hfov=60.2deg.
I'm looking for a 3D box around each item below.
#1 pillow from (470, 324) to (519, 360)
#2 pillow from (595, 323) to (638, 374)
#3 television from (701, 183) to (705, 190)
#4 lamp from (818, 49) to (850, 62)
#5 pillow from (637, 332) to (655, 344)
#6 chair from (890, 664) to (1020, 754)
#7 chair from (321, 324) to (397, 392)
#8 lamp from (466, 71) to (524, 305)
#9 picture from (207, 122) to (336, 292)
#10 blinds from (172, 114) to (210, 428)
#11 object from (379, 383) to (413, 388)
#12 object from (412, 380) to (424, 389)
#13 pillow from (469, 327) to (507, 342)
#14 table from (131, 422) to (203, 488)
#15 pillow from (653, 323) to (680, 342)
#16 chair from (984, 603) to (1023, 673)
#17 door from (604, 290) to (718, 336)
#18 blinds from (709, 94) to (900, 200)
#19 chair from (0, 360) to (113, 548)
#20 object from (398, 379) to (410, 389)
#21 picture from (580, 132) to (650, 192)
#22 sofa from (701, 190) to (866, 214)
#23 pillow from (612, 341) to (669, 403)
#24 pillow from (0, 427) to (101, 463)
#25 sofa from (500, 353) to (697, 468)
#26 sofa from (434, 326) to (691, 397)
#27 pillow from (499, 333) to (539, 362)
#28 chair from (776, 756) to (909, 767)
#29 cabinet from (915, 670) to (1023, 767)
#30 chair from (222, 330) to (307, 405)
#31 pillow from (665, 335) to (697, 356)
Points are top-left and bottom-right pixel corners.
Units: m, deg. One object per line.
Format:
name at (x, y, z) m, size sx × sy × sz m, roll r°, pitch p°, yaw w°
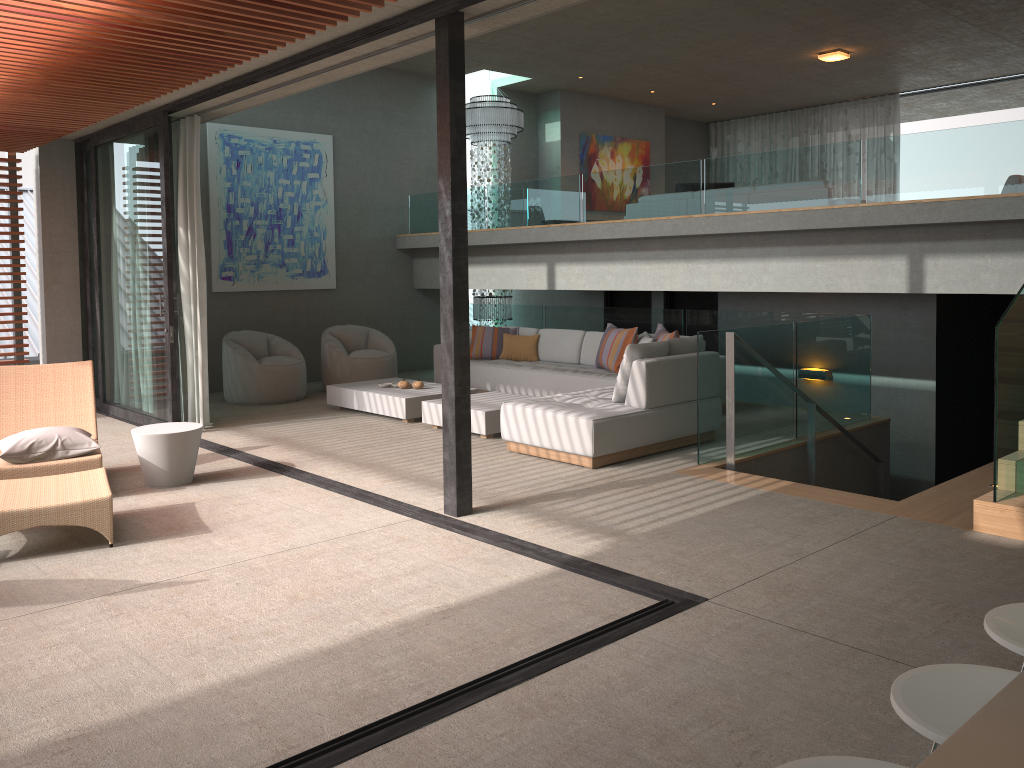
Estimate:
pillow at (-0.229, -0.489, 10.496) m, size 0.655 × 0.440 × 0.342 m, roll -1°, pitch 4°, yaw 1°
pillow at (1.062, -0.361, 9.123) m, size 0.311 × 0.492 × 0.741 m, roll -2°, pitch 6°, yaw -19°
television at (3.167, -3.003, 14.496) m, size 0.960 × 0.581 × 0.190 m, roll 0°, pitch 3°, yaw 4°
lamp at (4.329, -4.410, 11.882) m, size 0.301 × 0.091 × 0.301 m, roll -7°, pitch 9°, yaw -42°
pillow at (1.300, -0.310, 8.904) m, size 0.239 × 0.403 × 0.598 m, roll -1°, pitch 6°, yaw 1°
chair at (0.910, 0.911, 1.655) m, size 0.383 × 0.621 × 0.383 m, roll -4°, pitch 5°, yaw -42°
chair at (-1.882, -0.322, 10.900) m, size 0.923 × 0.784 × 0.925 m, roll -3°, pitch 6°, yaw -18°
lamp at (-0.310, -2.724, 13.295) m, size 1.000 × 3.923 × 1.003 m, roll 1°, pitch 3°, yaw 28°
picture at (-3.032, -2.223, 11.298) m, size 1.725 × 2.040 × 0.030 m, roll -5°, pitch 5°, yaw -42°
blinds at (-3.665, -1.147, 9.128) m, size 0.223 × 2.911 × 2.431 m, roll -3°, pitch 5°, yaw -42°
object at (-1.170, 0.016, 9.172) m, size 0.437 × 0.039 × 0.156 m, roll 0°, pitch 7°, yaw 4°
object at (-0.958, 0.000, 9.012) m, size 0.119 × 0.105 × 0.120 m, roll -2°, pitch 5°, yaw -8°
pillow at (-0.313, -0.469, 10.676) m, size 0.618 × 0.419 × 0.313 m, roll -1°, pitch 4°, yaw -6°
table at (-2.425, 0.504, 6.239) m, size 0.475 × 0.391 × 0.477 m, roll 2°, pitch 6°, yaw 29°
pillow at (1.491, -0.322, 8.674) m, size 0.279 × 0.502 × 0.701 m, roll -1°, pitch 6°, yaw 1°
chair at (1.264, 0.864, 1.977) m, size 0.383 × 0.621 × 0.383 m, roll -4°, pitch 5°, yaw -42°
door at (1.412, 0.140, 4.258) m, size 5.775 × 4.451 × 15.421 m, roll 1°, pitch 7°, yaw 20°
blinds at (5.181, -3.640, 16.167) m, size 0.223 × 2.716 × 3.858 m, roll -3°, pitch 6°, yaw -42°
chair at (-2.986, 0.377, 5.605) m, size 0.701 × 0.823 × 2.305 m, roll -3°, pitch 7°, yaw -27°
object at (-1.107, -0.004, 9.053) m, size 0.120 × 0.105 × 0.120 m, roll -5°, pitch 7°, yaw -38°
picture at (1.774, -3.543, 14.956) m, size 1.757 × 1.244 × 0.030 m, roll -6°, pitch 5°, yaw -42°
sofa at (2.866, -2.019, 11.133) m, size 0.977 × 0.860 × 3.257 m, roll -6°, pitch 8°, yaw -42°
pillow at (1.028, -0.096, 7.043) m, size 0.494 × 0.481 × 0.266 m, roll -5°, pitch 6°, yaw -42°
pillow at (-3.109, 0.395, 5.922) m, size 0.596 × 0.193 × 0.596 m, roll -5°, pitch 8°, yaw -31°
sofa at (0.822, 0.128, 7.193) m, size 1.602 × 0.729 × 1.015 m, roll -7°, pitch 8°, yaw -42°
sofa at (0.595, -0.192, 9.622) m, size 1.052 × 0.749 × 3.469 m, roll -6°, pitch 9°, yaw -42°
pillow at (0.096, -0.425, 10.325) m, size 0.463 × 0.323 × 0.227 m, roll 0°, pitch 4°, yaw 11°
chair at (0.544, 0.960, 1.319) m, size 0.383 × 0.621 × 0.383 m, roll -4°, pitch 5°, yaw -42°
cabinet at (1.023, 0.860, 0.969) m, size 4.136 × 0.895 × 0.802 m, roll -7°, pitch 8°, yaw -42°
chair at (-2.839, -0.211, 10.155) m, size 0.925 × 0.784 × 0.923 m, roll -5°, pitch 7°, yaw -38°
pillow at (1.385, -0.154, 7.364) m, size 0.494 × 0.496 × 0.239 m, roll -5°, pitch 6°, yaw -42°
